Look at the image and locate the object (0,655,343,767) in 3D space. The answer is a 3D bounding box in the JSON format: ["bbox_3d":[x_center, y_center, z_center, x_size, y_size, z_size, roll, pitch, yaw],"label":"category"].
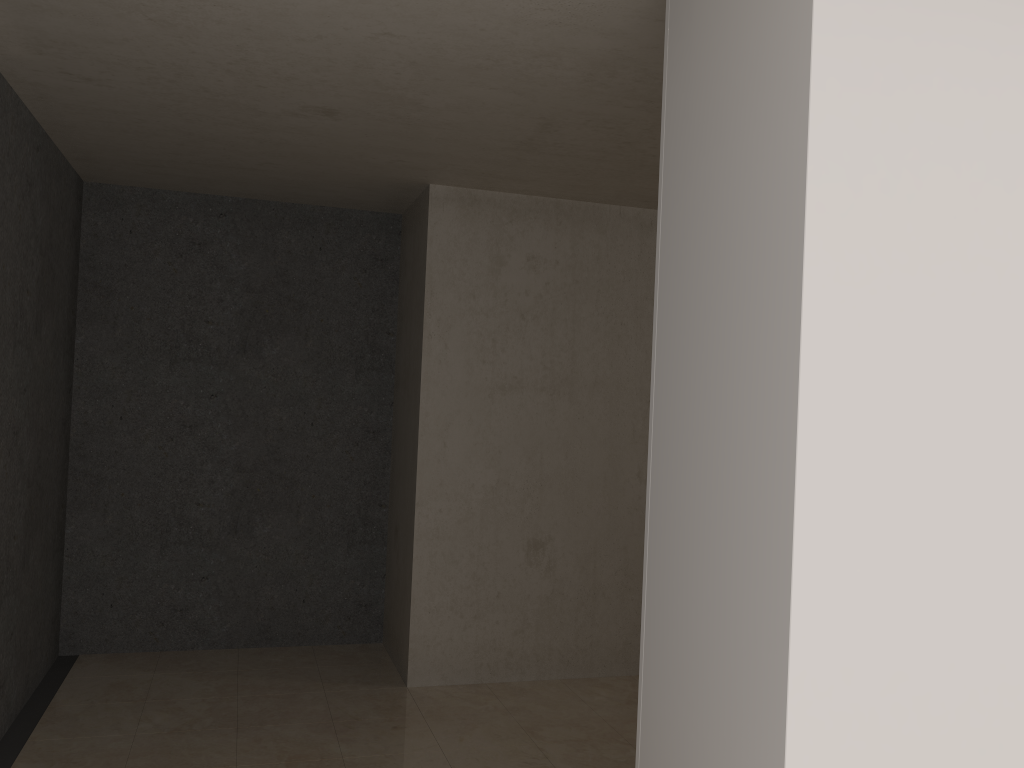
[{"bbox_3d":[0.972,1.023,3.681,6.200,1.455,4.200,3,-1,-17],"label":"object"}]
